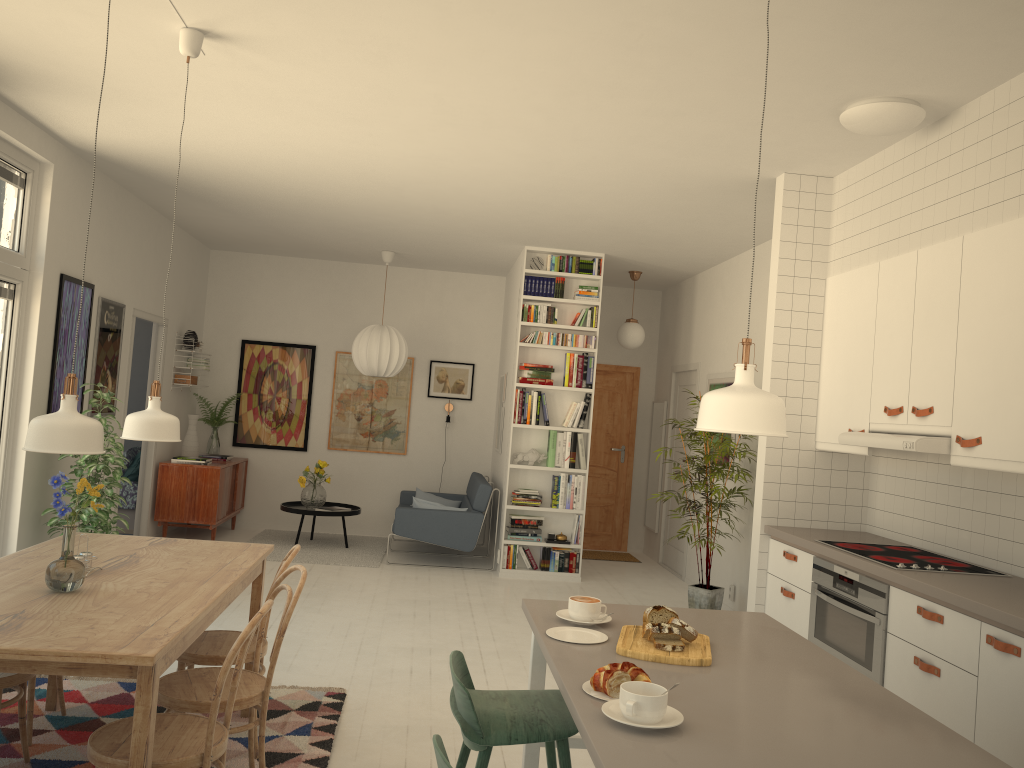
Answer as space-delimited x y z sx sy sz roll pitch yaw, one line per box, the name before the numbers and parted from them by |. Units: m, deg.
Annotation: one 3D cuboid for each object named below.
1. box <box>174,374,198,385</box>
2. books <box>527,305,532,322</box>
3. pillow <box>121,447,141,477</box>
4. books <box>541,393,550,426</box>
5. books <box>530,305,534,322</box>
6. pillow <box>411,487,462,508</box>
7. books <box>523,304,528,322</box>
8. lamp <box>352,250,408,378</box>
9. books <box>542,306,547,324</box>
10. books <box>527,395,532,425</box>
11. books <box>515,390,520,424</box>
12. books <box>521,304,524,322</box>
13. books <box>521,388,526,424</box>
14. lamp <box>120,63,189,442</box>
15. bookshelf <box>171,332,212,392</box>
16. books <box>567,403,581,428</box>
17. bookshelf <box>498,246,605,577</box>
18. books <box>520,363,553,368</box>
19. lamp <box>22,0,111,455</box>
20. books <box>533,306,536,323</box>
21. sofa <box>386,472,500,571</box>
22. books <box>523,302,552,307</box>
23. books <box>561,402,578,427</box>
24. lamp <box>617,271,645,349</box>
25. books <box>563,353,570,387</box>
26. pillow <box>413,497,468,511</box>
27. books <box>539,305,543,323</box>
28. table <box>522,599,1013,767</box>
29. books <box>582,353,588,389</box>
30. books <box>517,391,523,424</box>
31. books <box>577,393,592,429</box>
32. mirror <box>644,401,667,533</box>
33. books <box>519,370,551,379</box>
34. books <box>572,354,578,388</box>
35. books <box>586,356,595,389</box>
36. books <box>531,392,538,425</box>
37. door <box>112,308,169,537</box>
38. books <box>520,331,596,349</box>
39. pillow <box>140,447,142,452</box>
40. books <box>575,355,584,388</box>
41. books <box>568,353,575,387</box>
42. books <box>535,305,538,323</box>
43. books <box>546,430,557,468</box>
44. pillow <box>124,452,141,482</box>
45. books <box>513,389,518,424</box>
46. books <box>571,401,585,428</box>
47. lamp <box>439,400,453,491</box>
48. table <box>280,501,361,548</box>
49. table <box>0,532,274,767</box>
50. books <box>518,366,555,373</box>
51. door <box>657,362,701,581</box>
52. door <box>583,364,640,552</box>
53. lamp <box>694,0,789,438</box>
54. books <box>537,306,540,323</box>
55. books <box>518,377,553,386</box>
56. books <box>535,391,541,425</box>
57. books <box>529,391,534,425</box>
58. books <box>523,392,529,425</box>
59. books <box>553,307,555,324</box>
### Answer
box | -3.141 -0.041 8.547 0.152 0.084 0.265 5 -2 -5
books | 0.143 -0.614 7.892 0.030 0.149 0.202 5 -2 -5
pillow | -3.785 0.776 8.621 0.237 0.338 0.437 5 -2 -7
books | 0.287 0.227 7.884 0.093 0.288 0.200 5 -2 -5
books | 0.171 -0.614 7.890 0.023 0.152 0.199 5 -2 -5
pillow | -0.788 1.232 9.245 0.540 0.277 0.157 5 -2 -4
books | 0.113 -0.621 7.887 0.034 0.162 0.197 5 -2 -5
lamp | -1.256 -0.682 8.644 0.536 1.229 0.536 3 -2 28
books | 0.278 -0.606 7.909 0.035 0.158 0.199 5 -2 -5
books | 0.141 0.230 7.863 0.024 0.260 0.199 5 -2 -5
books | 0.039 0.201 7.870 0.015 0.301 0.207 5 -2 -5
books | 0.083 -0.622 7.908 0.019 0.156 0.205 5 -2 -5
books | 0.091 0.197 7.867 0.021 0.317 0.179 5 -2 -5
lamp | -1.391 -0.570 3.602 0.230 1.596 0.229 3 -2 29
bookshelf | -3.141 -0.200 8.730 0.184 0.565 0.695 5 -2 -5
books | 0.544 0.277 7.893 0.105 0.225 0.138 5 -2 -5
bookshelf | 0.345 0.262 7.901 0.710 2.901 0.249 5 -2 -5
books | 0.206 -0.159 7.899 0.266 0.026 0.203 5 -2 -16
lamp | -1.310 -0.589 2.747 0.229 1.596 0.229 3 -3 40
books | 0.188 -0.611 7.906 0.013 0.149 0.208 5 -2 -5
sofa | -0.677 1.270 8.621 0.964 0.773 1.602 5 -2 -5
books | 0.225 -0.702 7.912 0.255 0.022 0.189 4 -2 5
books | 0.509 0.271 7.883 0.115 0.232 0.133 5 -2 -5
lamp | 1.182 -0.720 8.691 0.275 0.768 0.275 5 -2 -11
books | 0.481 -0.123 7.932 0.032 0.300 0.200 5 -2 -5
pillow | -0.671 1.195 7.975 0.533 0.354 0.141 5 -2 -6
books | 0.246 -0.610 7.913 0.028 0.159 0.222 5 -2 -5
table | 0.460 1.126 2.122 0.794 0.864 1.423 5 -2 -5
books | 0.640 -0.116 7.930 0.039 0.317 0.161 5 -2 -5
books | 0.064 0.207 7.864 0.032 0.291 0.203 5 -2 -5
books | 0.641 0.240 7.919 0.092 0.319 0.179 5 -2 -5
mirror | 1.530 0.868 9.477 0.029 1.371 0.500 5 -2 -5
books | 0.206 -0.078 7.892 0.268 0.064 0.128 6 -2 -35
books | 0.549 -0.115 7.927 0.029 0.301 0.185 5 -2 -5
books | 0.686 -0.098 7.932 0.054 0.289 0.179 5 -2 -5
books | 0.190 0.218 7.871 0.032 0.291 0.189 5 -2 -5
door | -3.603 0.377 7.535 0.882 2.034 0.955 5 -2 -5
books | 0.396 -0.389 7.921 0.664 0.110 0.278 5 -2 -5
pillow | -3.811 0.797 9.003 0.220 0.385 0.387 5 -2 -4
books | 0.593 -0.107 7.925 0.059 0.291 0.182 5 -2 -5
books | 0.516 -0.118 7.930 0.039 0.302 0.199 5 -2 -5
books | 0.207 -0.613 7.909 0.024 0.155 0.188 5 -2 -5
books | 0.346 0.571 7.881 0.056 0.328 0.228 5 -2 -5
pillow | -3.650 0.805 8.845 0.237 0.385 0.767 5 -2 -7
books | 0.021 0.199 7.874 0.021 0.301 0.222 5 -2 -5
books | 0.586 0.274 7.920 0.092 0.244 0.196 5 -2 -5
lamp | -0.857 0.863 9.493 0.360 1.416 0.112 5 -2 -5
table | -1.846 1.364 8.511 0.761 0.386 0.760 4 -2 11
table | -1.473 1.051 3.104 0.894 0.749 1.797 5 -2 -5
books | 0.211 -0.129 7.906 0.314 0.035 0.205 5 -2 -5
door | 1.682 0.825 8.692 0.166 2.034 0.955 5 -2 -5
door | 0.875 0.792 9.772 0.931 2.033 0.159 5 -2 -5
lamp | 0.629 -0.618 2.241 0.229 1.491 0.229 5 -2 -5
books | 0.227 -0.610 7.895 0.012 0.155 0.208 5 -2 -5
books | 0.204 -0.020 7.881 0.300 0.056 0.202 5 -2 -5
books | 0.224 0.213 7.866 0.033 0.306 0.150 5 -2 -5
books | 0.163 0.212 7.882 0.020 0.304 0.193 5 -2 -5
books | 0.115 0.213 7.868 0.030 0.289 0.200 5 -2 -5
books | 0.364 -0.600 7.912 0.016 0.158 0.146 5 -2 -5
